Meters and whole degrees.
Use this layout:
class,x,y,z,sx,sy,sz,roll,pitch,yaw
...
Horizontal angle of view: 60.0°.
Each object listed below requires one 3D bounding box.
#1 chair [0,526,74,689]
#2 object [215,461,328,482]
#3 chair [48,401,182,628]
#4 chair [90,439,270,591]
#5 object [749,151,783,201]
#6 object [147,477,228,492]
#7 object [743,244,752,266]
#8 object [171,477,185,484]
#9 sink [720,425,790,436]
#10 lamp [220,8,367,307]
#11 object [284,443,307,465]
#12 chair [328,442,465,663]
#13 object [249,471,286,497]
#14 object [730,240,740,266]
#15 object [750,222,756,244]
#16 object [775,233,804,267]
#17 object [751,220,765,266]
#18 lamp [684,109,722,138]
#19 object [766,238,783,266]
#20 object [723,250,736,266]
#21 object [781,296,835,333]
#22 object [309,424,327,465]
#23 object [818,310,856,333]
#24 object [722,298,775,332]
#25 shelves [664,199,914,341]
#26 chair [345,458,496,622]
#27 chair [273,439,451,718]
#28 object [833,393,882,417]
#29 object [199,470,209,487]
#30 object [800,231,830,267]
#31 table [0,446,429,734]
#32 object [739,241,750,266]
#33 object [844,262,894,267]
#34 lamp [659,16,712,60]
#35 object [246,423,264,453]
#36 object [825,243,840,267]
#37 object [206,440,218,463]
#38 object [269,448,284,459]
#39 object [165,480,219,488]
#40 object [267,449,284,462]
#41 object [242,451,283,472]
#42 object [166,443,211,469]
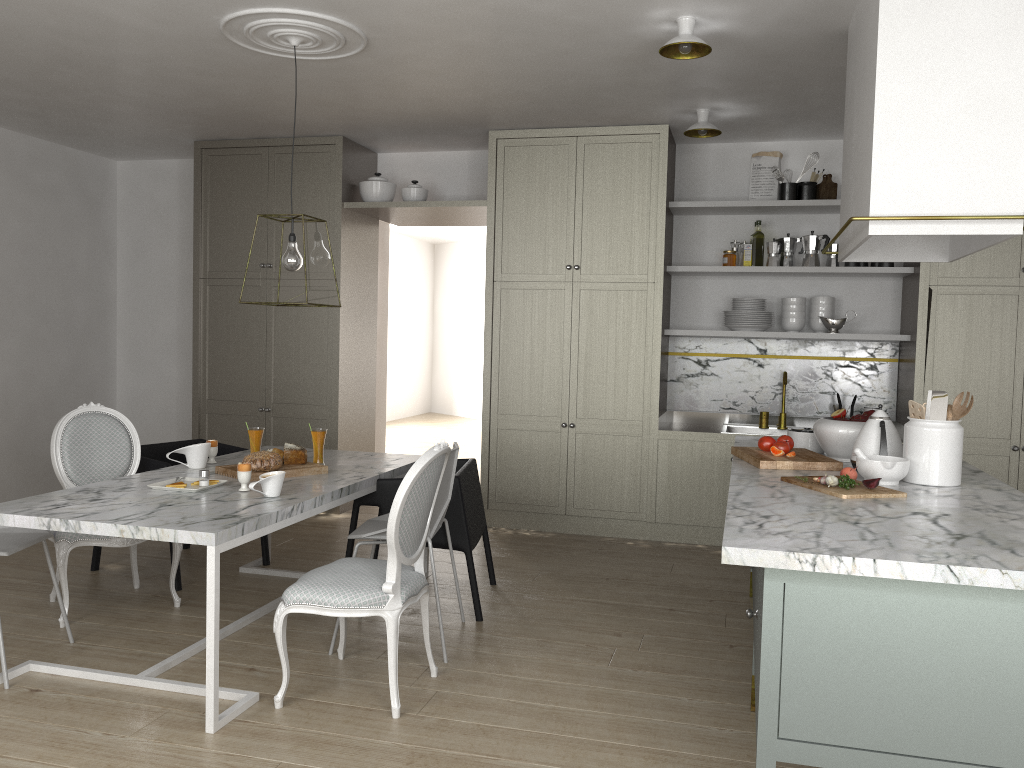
class,x,y,z,sx,sy,sz,roll,pitch,yaw
chair,-1.811,0.586,3.014,0.439,0.745,0.470,1,3,0
object,-0.971,0.347,3.592,0.260,0.031,0.360,5,4,45
chair,-1.688,0.504,3.679,0.480,0.833,0.505,-1,4,-43
chair,-1.592,0.599,4.287,0.609,0.597,0.569,3,4,30
object,1.511,-1.217,5.281,0.183,0.327,0.074,3,3,24
object,-1.182,0.368,3.237,0.212,0.014,0.212,2,3,14
object,1.395,-0.755,5.259,0.044,0.141,0.077,2,3,10
object,-1.241,0.361,3.291,0.032,0.013,0.132,1,3,-11
sink,1.654,0.365,5.108,0.877,0.174,0.475,2,3,15
lamp,-0.905,-0.880,3.667,0.584,1.108,0.584,3,4,30
object,-0.897,0.287,3.680,0.090,0.087,0.086,1,3,-8
chair,-0.417,0.603,3.368,0.439,0.745,0.470,2,3,5
object,-0.842,0.351,3.074,0.089,0.085,0.138,2,3,10
object,1.333,-0.775,5.308,0.059,0.172,0.059,1,3,-13
object,1.460,-0.826,5.300,0.066,0.282,0.066,2,3,5
object,1.632,-0.781,5.212,0.111,0.212,0.175,-1,4,-39
object,1.441,-0.822,5.220,0.082,0.282,0.089,2,3,10
lamp,1.005,-1.375,4.667,0.197,0.130,0.197,-1,4,-40
object,1.504,-0.755,5.096,0.087,0.167,0.138,2,3,11
object,1.289,-0.738,5.256,0.078,0.101,0.078,0,4,-29
object,1.747,-0.409,5.243,0.309,0.216,0.149,2,3,7
object,-0.822,0.261,3.768,0.071,0.188,0.071,4,4,35
object,1.853,-0.356,5.065,0.210,0.135,0.102,2,3,7
object,1.393,-0.407,5.232,0.306,0.195,0.300,2,3,11
shelves,1.598,-0.658,5.194,1.339,0.775,0.352,2,3,15
chair,-0.391,0.651,3.895,0.609,0.597,0.569,2,3,5
chair,-0.455,0.579,2.879,0.505,0.833,0.480,2,3,12
object,1.958,0.172,5.085,0.144,0.229,0.307,0,4,-32
object,-1.123,0.344,3.236,0.036,0.060,0.036,-1,4,-34
object,1.719,-0.770,5.064,0.111,0.212,0.175,1,3,-14
table,-1.042,0.657,3.498,0.870,0.583,1.781,2,3,15
object,1.396,-0.774,5.327,0.059,0.172,0.059,4,4,41
object,2.035,-0.704,5.048,0.264,0.098,0.173,3,3,23
lamp,0.656,-1.313,3.350,0.197,0.130,0.197,-1,4,-40
object,-1.085,0.255,3.753,0.071,0.188,0.071,4,4,35
object,1.861,-0.748,5.131,0.087,0.167,0.138,4,4,39
object,-1.289,0.288,3.809,0.050,0.101,0.050,2,3,11
object,-0.968,0.298,3.623,0.074,0.067,0.079,1,3,-13
object,-1.172,0.365,3.236,0.068,0.014,0.197,4,4,43
object,-0.981,0.299,3.681,0.072,0.057,0.083,1,3,-9
object,-0.980,0.301,3.487,0.151,0.075,0.157,-1,4,-40
object,-1.323,0.297,3.653,0.110,0.105,0.170,4,4,35
